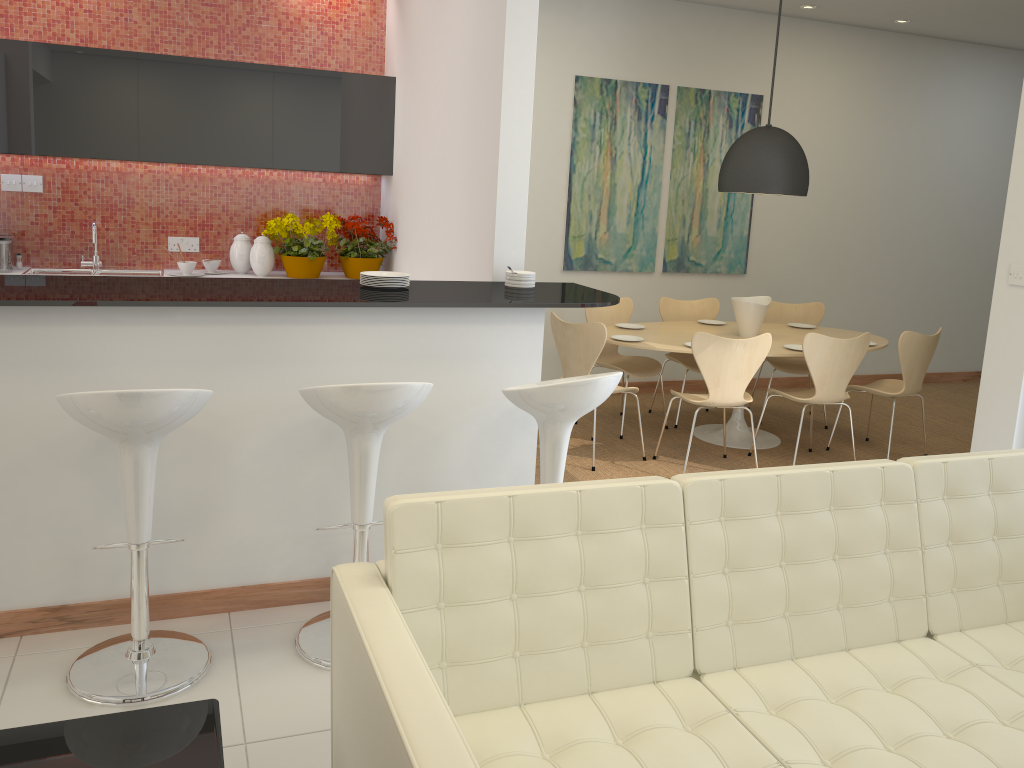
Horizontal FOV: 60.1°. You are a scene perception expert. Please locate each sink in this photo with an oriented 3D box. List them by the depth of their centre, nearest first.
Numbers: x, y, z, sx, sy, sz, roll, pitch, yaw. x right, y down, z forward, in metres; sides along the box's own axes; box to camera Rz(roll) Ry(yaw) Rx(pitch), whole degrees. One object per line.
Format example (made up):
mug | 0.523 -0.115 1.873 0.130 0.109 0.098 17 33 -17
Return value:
sink | -2.645 -0.759 5.635 0.808 0.532 0.421 -1 12 -21

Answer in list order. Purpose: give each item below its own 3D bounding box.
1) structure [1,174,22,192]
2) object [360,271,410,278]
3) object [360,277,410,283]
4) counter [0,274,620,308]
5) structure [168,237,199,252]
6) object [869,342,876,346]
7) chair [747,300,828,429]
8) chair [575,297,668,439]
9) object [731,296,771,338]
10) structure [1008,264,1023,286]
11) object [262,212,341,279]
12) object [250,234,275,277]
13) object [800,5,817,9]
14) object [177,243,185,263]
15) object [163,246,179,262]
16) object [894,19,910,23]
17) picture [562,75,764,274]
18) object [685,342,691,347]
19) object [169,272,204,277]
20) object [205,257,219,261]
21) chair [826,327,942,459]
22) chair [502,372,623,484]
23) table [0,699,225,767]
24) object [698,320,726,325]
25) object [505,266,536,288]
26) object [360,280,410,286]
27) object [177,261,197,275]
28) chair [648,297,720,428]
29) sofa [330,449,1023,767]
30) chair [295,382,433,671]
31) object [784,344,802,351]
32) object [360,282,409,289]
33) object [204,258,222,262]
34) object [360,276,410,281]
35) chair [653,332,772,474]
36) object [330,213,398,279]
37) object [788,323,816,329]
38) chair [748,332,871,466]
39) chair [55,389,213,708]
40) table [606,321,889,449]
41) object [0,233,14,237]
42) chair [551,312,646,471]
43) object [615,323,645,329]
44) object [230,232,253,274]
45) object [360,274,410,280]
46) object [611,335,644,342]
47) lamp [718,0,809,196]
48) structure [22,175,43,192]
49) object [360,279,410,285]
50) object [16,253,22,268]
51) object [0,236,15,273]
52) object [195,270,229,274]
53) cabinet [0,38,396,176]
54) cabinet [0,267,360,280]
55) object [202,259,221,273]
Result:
structure | -3.165 -1.272 5.597 0.114 0.103 0.013 -1 10 -21
object | -0.541 -0.462 3.769 0.211 0.015 0.212 8 14 22
object | -0.542 -0.442 3.773 0.211 0.015 0.212 8 14 22
counter | -0.953 -0.366 3.495 2.965 0.019 0.743 -2 13 -21
structure | -2.231 -0.948 6.017 0.198 0.098 0.017 -1 11 -21
object | 2.395 -0.281 6.088 0.211 0.015 0.211 11 15 33
chair | 2.158 -0.172 6.839 0.521 0.898 0.521 4 10 3
chair | 0.797 -0.138 6.351 0.523 0.898 0.519 -6 14 -41
object | 1.650 -0.469 6.151 0.271 0.277 0.263 6 11 14
structure | 2.679 -0.574 4.681 0.013 0.103 0.115 0 12 -21
object | -1.414 -0.947 5.960 0.522 0.444 0.508 -1 12 -18
object | -1.659 -0.855 5.884 0.160 0.280 0.160 9 12 30
object | 2.349 -2.990 7.023 0.130 0.010 0.130 9 14 23
object | -2.136 -0.812 5.756 0.140 0.193 0.009 11 12 38
object | -2.161 -0.799 5.697 0.164 0.176 0.011 2 10 -7
object | 3.243 -3.016 7.364 0.130 0.010 0.130 9 14 23
picture | 1.251 -1.661 7.228 1.739 1.493 0.020 -1 10 -21
object | 1.199 -0.240 5.608 0.210 0.015 0.212 4 13 5
object | -2.103 -0.707 5.728 0.219 0.014 0.220 7 13 18
object | -2.011 -0.835 5.928 0.008 0.009 0.236 4 13 3
chair | 2.535 0.045 5.963 0.522 0.898 0.520 -5 13 -37
chair | 0.156 0.424 3.402 0.458 1.011 0.468 -4 12 -35
table | -0.881 1.066 1.610 0.701 0.418 0.926 -1 13 -21
object | 1.508 -0.463 6.683 0.210 0.015 0.212 2 13 -4
object | 0.024 -0.501 4.078 0.173 0.096 0.141 -3 13 -28
object | -0.543 -0.428 3.775 0.211 0.015 0.212 8 14 22
object | -2.101 -0.746 5.721 0.121 0.083 0.122 3 12 -1
chair | 1.383 -0.177 6.672 0.521 0.898 0.521 0 11 -17
sofa | 0.917 0.776 2.193 2.565 0.914 1.011 -2 12 -21
chair | -0.527 0.445 3.139 0.457 1.011 0.469 1 10 -10
object | 1.868 -0.231 5.731 0.211 0.015 0.212 9 14 24
object | -0.543 -0.421 3.776 0.211 0.015 0.212 8 14 22
object | -1.996 -0.828 5.904 0.008 0.009 0.236 5 13 8
object | -0.541 -0.449 3.772 0.211 0.015 0.212 8 14 22
chair | 1.228 0.097 5.403 0.521 0.898 0.521 1 10 -14
object | -1.022 -0.959 6.113 0.504 0.444 0.526 -7 15 -40
object | 2.212 -0.441 6.761 0.211 0.015 0.212 -8 17 -42
chair | 1.908 0.084 5.633 0.521 0.898 0.521 -1 11 -21
chair | -1.211 0.465 2.878 0.457 1.011 0.469 1 10 -10
table | 1.607 0.019 6.243 2.262 0.722 1.293 -1 13 -20
object | -3.225 -0.836 5.560 0.172 0.213 0.174 3 11 -3
chair | 0.521 0.016 5.593 0.517 0.898 0.525 -4 13 -36
object | 0.836 -0.406 6.262 0.210 0.015 0.212 3 13 1
object | -1.823 -0.885 5.978 0.160 0.280 0.160 9 12 30
object | -0.541 -0.455 3.770 0.211 0.015 0.212 8 14 22
object | 0.746 -0.293 5.733 0.210 0.015 0.212 3 13 1
lamp | 1.740 -2.020 5.901 0.594 1.479 0.600 0 10 -19
structure | -3.056 -1.276 5.642 0.114 0.103 0.009 -1 10 -21
object | -0.542 -0.435 3.774 0.211 0.015 0.212 8 14 22
object | -3.085 -0.773 5.542 0.037 0.091 0.037 -1 11 -21
object | -3.106 -0.785 5.360 0.172 0.213 0.174 3 11 -3
object | -2.014 -0.749 5.934 0.218 0.014 0.221 0 13 -16
cabinet | -2.371 -1.750 5.628 3.243 0.653 0.355 -2 11 -21
cabinet | -2.124 -0.015 4.882 3.336 0.975 2.520 -2 13 -21
object | -2.011 -0.787 5.928 0.121 0.083 0.121 11 14 33
